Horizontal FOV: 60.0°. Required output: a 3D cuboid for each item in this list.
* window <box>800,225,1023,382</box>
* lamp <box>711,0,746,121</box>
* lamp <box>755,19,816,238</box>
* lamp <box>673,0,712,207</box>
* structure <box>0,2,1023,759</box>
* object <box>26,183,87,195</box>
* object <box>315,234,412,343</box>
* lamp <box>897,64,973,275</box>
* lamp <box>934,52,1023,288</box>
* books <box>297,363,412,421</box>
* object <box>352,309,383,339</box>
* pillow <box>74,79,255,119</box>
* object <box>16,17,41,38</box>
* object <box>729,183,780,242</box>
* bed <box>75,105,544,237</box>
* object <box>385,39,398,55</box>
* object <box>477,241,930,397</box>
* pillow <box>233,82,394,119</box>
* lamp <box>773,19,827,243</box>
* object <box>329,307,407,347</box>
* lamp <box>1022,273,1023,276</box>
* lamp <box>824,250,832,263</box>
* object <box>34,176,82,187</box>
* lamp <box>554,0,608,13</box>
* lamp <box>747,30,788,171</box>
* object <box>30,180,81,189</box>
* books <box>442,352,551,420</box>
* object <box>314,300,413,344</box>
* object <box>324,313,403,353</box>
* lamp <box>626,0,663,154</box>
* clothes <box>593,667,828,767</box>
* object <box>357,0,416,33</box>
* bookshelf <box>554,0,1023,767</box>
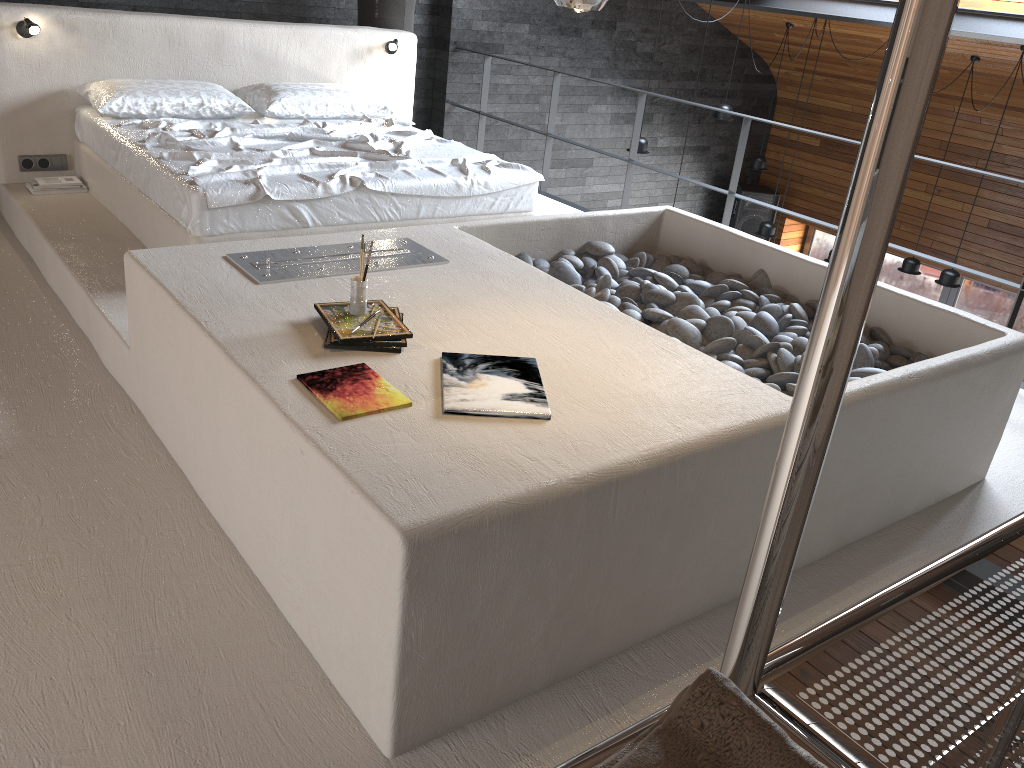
[{"bbox_3d":[5.311,-0.271,9.178,0.101,1.521,5.939,-12,31,-35],"label":"window"},{"bbox_3d":[1.987,-2.974,7.865,0.210,1.205,0.210,6,25,-2],"label":"lamp"},{"bbox_3d":[2.586,-2.375,8.231,0.210,2.034,0.210,6,25,-2],"label":"lamp"},{"bbox_3d":[1.448,-2.623,6.631,0.210,3.206,0.210,0,26,-15],"label":"lamp"},{"bbox_3d":[-0.520,-0.830,4.023,2.634,1.119,4.616,-12,31,-35],"label":"structure"},{"bbox_3d":[-2.479,-1.070,4.830,0.269,0.028,0.176,-12,31,-35],"label":"object"},{"bbox_3d":[-0.413,-0.279,2.473,0.245,0.234,0.301,-2,26,-18],"label":"object"},{"bbox_3d":[3.757,-1.937,7.730,0.210,2.001,0.210,6,25,-2],"label":"lamp"},{"bbox_3d":[3.811,-1.713,7.154,0.210,1.910,0.210,6,25,-2],"label":"lamp"},{"bbox_3d":[-0.388,0.015,2.172,0.188,0.013,0.251,-12,31,-35],"label":"books"},{"bbox_3d":[-0.405,-0.173,2.501,0.064,0.010,0.232,6,25,-2],"label":"object"},{"bbox_3d":[-1.929,-1.596,4.938,0.837,0.176,0.502,-12,31,-35],"label":"pillow"},{"bbox_3d":[-2.504,-1.840,4.592,0.087,0.106,0.156,-14,32,-38],"label":"object"},{"bbox_3d":[2.670,-1.260,10.865,0.639,2.297,0.687,6,25,-1],"label":"object"},{"bbox_3d":[-1.147,-1.149,4.806,1.826,0.484,2.012,-12,31,-35],"label":"bed"},{"bbox_3d":[-0.795,-2.219,5.838,0.085,0.106,0.165,2,25,-10],"label":"object"},{"bbox_3d":[0.699,-0.241,3.468,1.436,0.246,1.843,-12,31,-35],"label":"object"},{"bbox_3d":[-1.212,-1.748,5.453,0.842,0.173,0.509,-12,31,-35],"label":"pillow"},{"bbox_3d":[2.582,-2.194,8.012,0.210,2.271,0.210,6,25,-2],"label":"lamp"},{"bbox_3d":[-0.415,-0.166,2.523,0.207,0.013,0.276,1,26,-13],"label":"object"},{"bbox_3d":[4.298,-1.561,6.794,0.210,1.564,0.210,6,25,-2],"label":"lamp"},{"bbox_3d":[3.129,-2.052,7.855,0.210,2.032,0.210,6,25,-2],"label":"lamp"},{"bbox_3d":[-2.469,-1.104,4.828,0.206,0.015,0.161,-12,31,-35],"label":"object"},{"bbox_3d":[0.252,-1.683,1.742,0.146,1.770,0.146,1,25,-13],"label":"lamp"},{"bbox_3d":[2.592,-2.830,8.819,0.210,1.368,0.210,6,25,-2],"label":"lamp"},{"bbox_3d":[-2.485,-1.091,4.827,0.231,0.015,0.159,-9,29,-31],"label":"object"},{"bbox_3d":[-0.049,0.000,2.290,0.260,0.019,0.348,3,25,-7],"label":"books"},{"bbox_3d":[-0.426,-0.180,2.519,0.207,0.013,0.276,-6,28,-26],"label":"object"},{"bbox_3d":[-0.416,-0.154,2.527,0.207,0.013,0.276,3,25,-7],"label":"object"},{"bbox_3d":[1.220,-2.906,7.514,0.210,1.852,0.210,6,25,-2],"label":"lamp"},{"bbox_3d":[0.078,0.209,0.290,0.151,0.126,0.206,-11,30,-33],"label":"clothes"},{"bbox_3d":[-0.921,-3.085,6.587,0.442,1.602,0.445,2,25,-11],"label":"object"},{"bbox_3d":[2.634,0.455,2.506,10.740,6.214,0.421,-12,31,-35],"label":"bookshelf"}]
